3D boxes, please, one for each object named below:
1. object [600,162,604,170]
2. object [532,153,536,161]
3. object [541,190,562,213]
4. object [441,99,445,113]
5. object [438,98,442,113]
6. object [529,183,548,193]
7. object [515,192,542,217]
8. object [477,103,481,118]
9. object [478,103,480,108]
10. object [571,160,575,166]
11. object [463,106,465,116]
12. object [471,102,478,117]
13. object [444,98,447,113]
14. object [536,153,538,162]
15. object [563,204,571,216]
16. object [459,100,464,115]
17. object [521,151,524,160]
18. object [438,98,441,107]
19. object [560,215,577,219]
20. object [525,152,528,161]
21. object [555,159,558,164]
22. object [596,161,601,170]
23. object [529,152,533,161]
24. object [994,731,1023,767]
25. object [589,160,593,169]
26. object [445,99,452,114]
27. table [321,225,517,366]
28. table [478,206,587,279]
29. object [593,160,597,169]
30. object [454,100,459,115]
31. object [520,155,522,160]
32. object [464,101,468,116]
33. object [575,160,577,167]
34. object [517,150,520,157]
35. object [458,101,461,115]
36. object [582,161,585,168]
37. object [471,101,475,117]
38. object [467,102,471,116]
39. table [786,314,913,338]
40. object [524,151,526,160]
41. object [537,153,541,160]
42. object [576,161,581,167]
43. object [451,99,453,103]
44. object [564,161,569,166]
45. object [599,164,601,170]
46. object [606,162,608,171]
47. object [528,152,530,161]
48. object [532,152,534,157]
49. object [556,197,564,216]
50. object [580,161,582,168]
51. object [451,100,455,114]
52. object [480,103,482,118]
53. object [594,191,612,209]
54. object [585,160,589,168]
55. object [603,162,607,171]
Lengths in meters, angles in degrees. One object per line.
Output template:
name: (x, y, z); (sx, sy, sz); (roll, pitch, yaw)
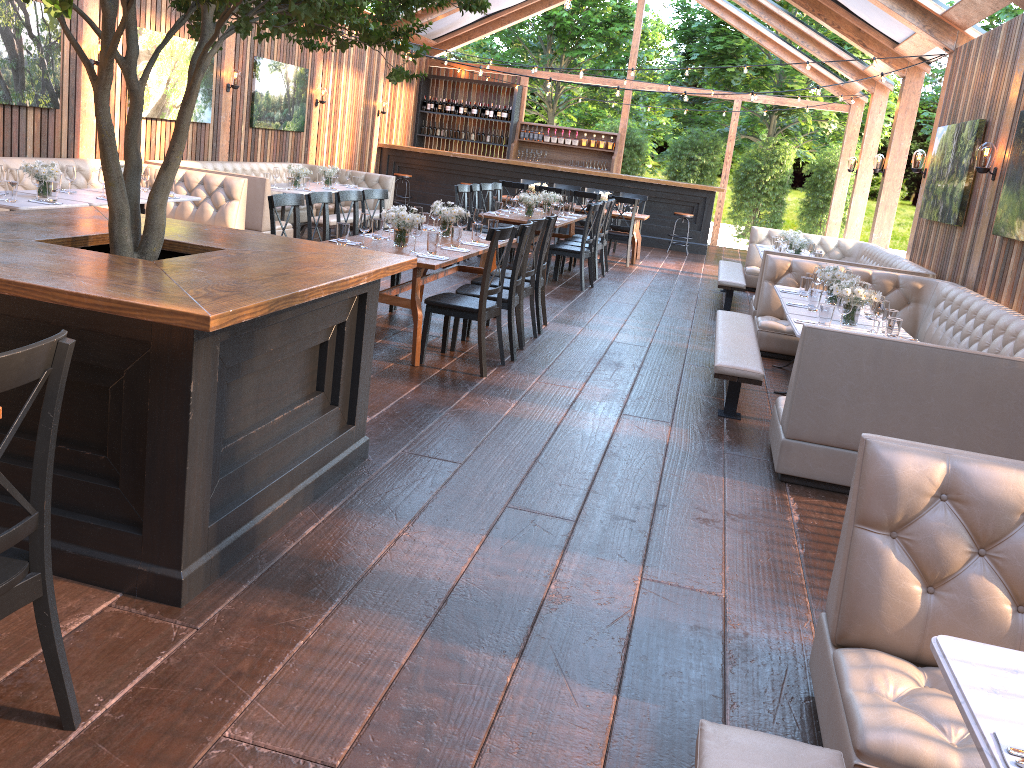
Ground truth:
object: (1.913, -4.630, 18.788); (0.073, 0.179, 0.074); (4, 12, -14)
object: (0.475, -4.892, 19.071); (0.070, 0.183, 0.070); (11, 12, 16)
object: (0.505, -2.472, 11.992); (0.328, 0.305, 0.341); (2, 14, -21)
object: (-1.498, -6.072, 19.331); (0.076, 0.299, 0.076); (14, 13, 28)
object: (-1.567, -6.101, 19.387); (0.078, 0.308, 0.079); (9, 12, 7)
object: (0.434, -3.108, 14.306); (0.336, 0.305, 0.334); (2, 15, -22)
object: (0.216, -2.239, 10.993); (0.337, 0.305, 0.333); (-5, 18, -42)
object: (-0.704, -5.932, 19.186); (0.075, 0.299, 0.076); (6, 12, -5)
object: (-0.734, -5.992, 19.352); (0.081, 0.320, 0.082); (5, 12, -10)
object: (1.309, -4.761, 19.082); (0.097, 0.132, 0.098); (7, 13, -2)
object: (-1.015, -6.037, 19.414); (0.077, 0.305, 0.078); (5, 12, -10)
object: (-0.805, -5.964, 19.237); (0.136, 0.312, 0.138); (1, 14, -26)
object: (-1.466, -6.121, 19.467); (0.087, 0.330, 0.089); (6, 12, -8)
object: (0.555, -4.904, 19.153); (0.070, 0.183, 0.070); (11, 12, 16)
object: (0.726, -2.315, 11.804); (0.092, 0.156, 0.092); (17, 16, 37)
object: (-1.098, -6.016, 19.253); (0.087, 0.330, 0.089); (6, 12, -8)
object: (0.221, -4.941, 19.131); (0.070, 0.183, 0.070); (11, 12, 16)
object: (-1.579, -6.126, 19.477); (0.077, 0.305, 0.078); (5, 12, -10)
object: (0.728, -2.203, 11.655); (0.255, 0.018, 0.159); (10, 15, 12)
object: (0.316, -4.924, 19.113); (0.070, 0.183, 0.070); (11, 12, 16)
object: (0.958, -4.845, 19.296); (0.124, 0.095, 0.125); (13, 15, 22)
object: (1.832, -4.640, 18.788); (0.073, 0.179, 0.074); (4, 12, -14)
object: (0.405, -4.913, 19.114); (0.070, 0.183, 0.070); (11, 12, 16)
object: (0.951, 0.646, 1.464); (0.255, 0.018, 0.159); (10, 15, 12)
object: (1.671, -4.667, 18.812); (0.073, 0.179, 0.074); (4, 12, -14)
object: (-1.382, -6.074, 19.370); (0.136, 0.312, 0.138); (1, 14, -26)
table: (-0.737, -0.807, 7.231); (0.952, 0.720, 2.461); (10, 15, 11)
table: (0.294, -1.847, 11.560); (0.952, 0.720, 2.461); (10, 15, 11)
object: (1.753, -4.655, 18.805); (0.073, 0.179, 0.074); (4, 12, -14)
object: (-1.199, -6.029, 19.268); (0.081, 0.320, 0.082); (5, 12, -10)
object: (0.216, -4.965, 19.216); (0.070, 0.183, 0.070); (11, 12, 16)
object: (-1.001, -5.998, 19.273); (0.078, 0.308, 0.079); (9, 12, 7)
object: (1.405, -4.778, 19.191); (0.097, 0.132, 0.098); (7, 13, -2)
object: (0.140, -4.958, 19.155); (0.070, 0.183, 0.070); (11, 12, 16)
object: (-1.135, -6.045, 19.379); (0.136, 0.312, 0.138); (1, 14, -26)
object: (1.538, -4.722, 19.046); (0.097, 0.132, 0.098); (7, 13, -2)
object: (-0.831, -6.010, 19.359); (0.087, 0.330, 0.089); (6, 12, -8)
object: (-0.924, -5.971, 19.212); (0.077, 0.305, 0.078); (5, 12, -10)
table: (2.171, -0.008, 5.765); (0.800, 0.663, 0.808); (10, 14, 10)
object: (0.302, -4.952, 19.208); (0.070, 0.183, 0.070); (11, 12, 16)
object: (0.570, -4.879, 19.065); (0.070, 0.183, 0.070); (11, 12, 16)
object: (1.427, -4.737, 19.052); (0.097, 0.132, 0.098); (7, 13, -2)
object: (-1.338, -6.106, 19.486); (0.081, 0.320, 0.082); (5, 12, -10)
object: (1.160, -4.774, 19.129); (0.124, 0.095, 0.125); (13, 15, 22)
object: (1.870, -4.663, 18.986); (0.097, 0.132, 0.098); (7, 13, -2)
object: (2.000, -4.628, 18.824); (0.073, 0.179, 0.074); (4, 12, -14)
object: (0.385, -4.938, 19.196); (0.070, 0.183, 0.070); (11, 12, 16)
object: (0.477, -4.920, 19.175); (0.070, 0.183, 0.070); (11, 12, 16)
object: (0.631, -2.357, 11.751); (0.092, 0.241, 0.093); (-1, 15, -35)
object: (1.515, -4.754, 19.153); (0.097, 0.132, 0.098); (7, 13, -2)
object: (-1.280, -6.042, 19.315); (0.077, 0.303, 0.077); (14, 13, 27)
object: (-0.682, -5.958, 19.286); (0.077, 0.303, 0.077); (14, 13, 27)
object: (1.446, -2.916, 14.076); (0.330, 0.305, 0.340); (-6, 19, -44)
object: (1.596, -4.684, 18.837); (0.073, 0.179, 0.074); (4, 12, -14)
object: (1.975, -4.611, 18.746); (0.073, 0.179, 0.074); (4, 12, -14)
